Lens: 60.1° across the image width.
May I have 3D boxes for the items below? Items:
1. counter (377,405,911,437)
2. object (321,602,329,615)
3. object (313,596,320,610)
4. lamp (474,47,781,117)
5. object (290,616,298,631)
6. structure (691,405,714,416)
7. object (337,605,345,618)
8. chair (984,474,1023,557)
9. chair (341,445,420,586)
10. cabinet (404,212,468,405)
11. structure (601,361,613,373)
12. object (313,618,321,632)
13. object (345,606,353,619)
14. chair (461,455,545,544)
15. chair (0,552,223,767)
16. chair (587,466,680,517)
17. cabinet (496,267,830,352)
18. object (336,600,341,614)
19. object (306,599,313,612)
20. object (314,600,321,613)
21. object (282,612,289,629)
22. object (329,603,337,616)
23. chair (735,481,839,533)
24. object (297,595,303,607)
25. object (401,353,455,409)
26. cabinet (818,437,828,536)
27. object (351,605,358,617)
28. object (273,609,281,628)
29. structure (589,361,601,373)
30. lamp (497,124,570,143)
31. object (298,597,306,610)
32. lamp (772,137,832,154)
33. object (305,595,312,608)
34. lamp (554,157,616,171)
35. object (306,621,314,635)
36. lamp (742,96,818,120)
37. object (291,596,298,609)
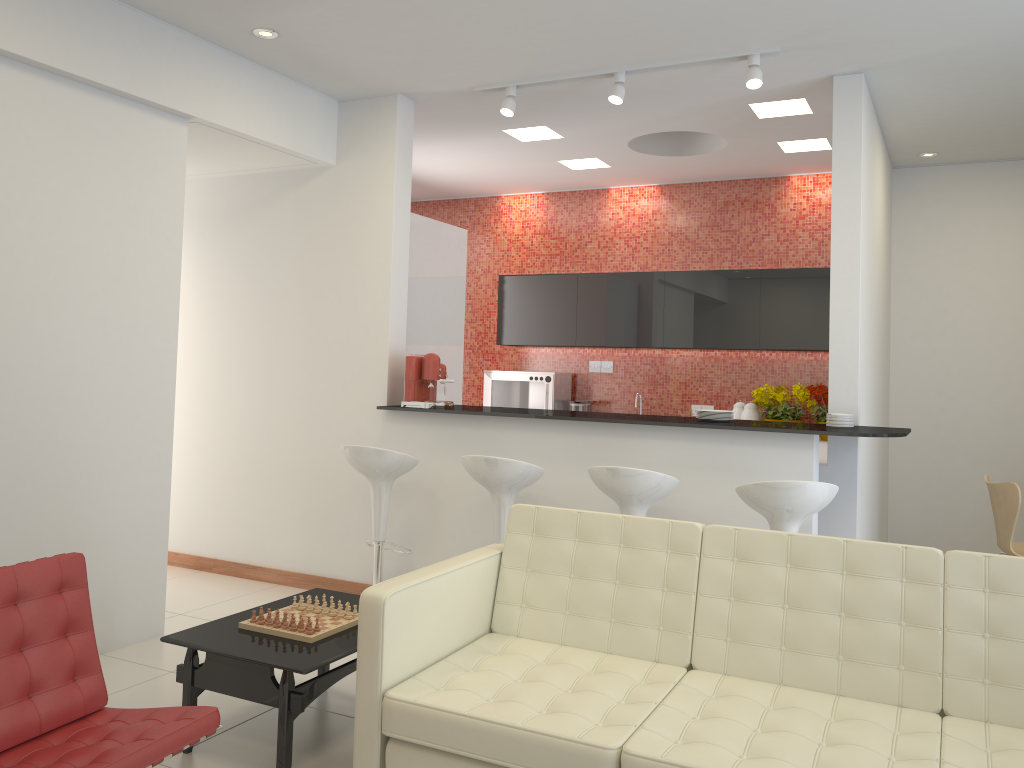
[{"bbox_3d":[0.657,0.197,5.097,2.965,0.019,0.734,2,1,27],"label":"counter"},{"bbox_3d":[-0.763,0.916,3.621,0.030,0.050,0.030,1,-2,34],"label":"object"},{"bbox_3d":[-0.817,0.911,3.693,0.030,0.055,0.030,1,-2,34],"label":"object"},{"bbox_3d":[0.591,-1.702,5.067,1.823,0.200,0.112,2,-1,27],"label":"lamp"},{"bbox_3d":[-0.835,0.915,3.389,0.030,0.055,0.030,1,-2,34],"label":"object"},{"bbox_3d":[1.672,0.236,7.763,0.198,0.099,0.016,2,-2,27],"label":"structure"},{"bbox_3d":[-0.692,0.919,3.585,0.030,0.050,0.030,1,-2,34],"label":"object"},{"bbox_3d":[3.122,1.029,5.291,0.516,0.909,0.520,1,-2,11],"label":"chair"},{"bbox_3d":[-0.765,0.852,5.087,0.457,1.023,0.463,0,-2,38],"label":"chair"},{"bbox_3d":[-1.345,0.057,6.620,1.637,2.530,1.055,1,-2,27],"label":"cabinet"},{"bbox_3d":[0.880,-0.157,8.189,0.114,0.105,0.008,1,-2,27],"label":"structure"},{"bbox_3d":[-0.746,0.920,3.389,0.030,0.050,0.030,1,-2,34],"label":"object"},{"bbox_3d":[-0.656,0.920,3.567,0.030,0.050,0.030,1,-2,34],"label":"object"},{"bbox_3d":[-0.056,0.880,4.730,0.457,1.023,0.463,0,-2,38],"label":"chair"},{"bbox_3d":[-1.336,0.975,2.518,0.707,0.819,0.698,1,-1,22],"label":"chair"},{"bbox_3d":[0.597,0.905,4.401,0.457,1.023,0.463,0,-2,38],"label":"chair"},{"bbox_3d":[1.388,-0.642,7.769,3.244,0.661,0.351,2,-1,27],"label":"cabinet"},{"bbox_3d":[-0.710,0.915,3.639,0.030,0.055,0.030,1,-2,34],"label":"object"},{"bbox_3d":[-0.835,0.913,3.657,0.030,0.050,0.030,1,-2,34],"label":"object"},{"bbox_3d":[-0.799,0.914,3.639,0.030,0.050,0.030,1,-2,34],"label":"object"},{"bbox_3d":[-0.871,0.909,3.407,0.030,0.064,0.030,0,-2,34],"label":"object"},{"bbox_3d":[-0.728,0.917,3.603,0.030,0.050,0.030,1,-2,34],"label":"object"},{"bbox_3d":[1.253,0.931,4.073,0.457,1.023,0.463,1,-2,13],"label":"chair"},{"bbox_3d":[-0.888,0.913,3.729,0.030,0.044,0.030,1,-2,34],"label":"object"},{"bbox_3d":[-0.461,-0.022,5.479,0.321,0.337,0.320,1,-1,27],"label":"object"},{"bbox_3d":[0.822,0.891,6.777,3.337,0.986,2.490,2,1,27],"label":"cabinet"},{"bbox_3d":[-0.638,0.923,3.603,0.030,0.044,0.030,1,-2,34],"label":"object"},{"bbox_3d":[-0.907,0.905,3.426,0.030,0.069,0.030,0,-2,34],"label":"object"},{"bbox_3d":[0.773,-0.161,8.240,0.114,0.105,0.013,1,-2,27],"label":"structure"},{"bbox_3d":[0.158,-1.853,6.509,0.408,0.034,0.408,2,1,27],"label":"lamp"},{"bbox_3d":[-0.870,0.912,3.675,0.030,0.050,0.030,1,-2,34],"label":"object"},{"bbox_3d":[2.185,-1.792,6.602,0.408,0.034,0.408,2,1,27],"label":"lamp"},{"bbox_3d":[-0.852,0.910,3.711,0.030,0.052,0.030,1,-2,19],"label":"object"},{"bbox_3d":[0.606,-1.854,7.398,0.408,0.034,0.408,2,1,27],"label":"lamp"},{"bbox_3d":[-0.764,0.923,3.353,0.030,0.044,0.030,1,-2,34],"label":"object"},{"bbox_3d":[1.737,-1.792,5.713,0.408,0.034,0.408,2,1,27],"label":"lamp"},{"bbox_3d":[-0.906,0.910,3.693,0.030,0.050,0.030,1,-2,34],"label":"object"}]
